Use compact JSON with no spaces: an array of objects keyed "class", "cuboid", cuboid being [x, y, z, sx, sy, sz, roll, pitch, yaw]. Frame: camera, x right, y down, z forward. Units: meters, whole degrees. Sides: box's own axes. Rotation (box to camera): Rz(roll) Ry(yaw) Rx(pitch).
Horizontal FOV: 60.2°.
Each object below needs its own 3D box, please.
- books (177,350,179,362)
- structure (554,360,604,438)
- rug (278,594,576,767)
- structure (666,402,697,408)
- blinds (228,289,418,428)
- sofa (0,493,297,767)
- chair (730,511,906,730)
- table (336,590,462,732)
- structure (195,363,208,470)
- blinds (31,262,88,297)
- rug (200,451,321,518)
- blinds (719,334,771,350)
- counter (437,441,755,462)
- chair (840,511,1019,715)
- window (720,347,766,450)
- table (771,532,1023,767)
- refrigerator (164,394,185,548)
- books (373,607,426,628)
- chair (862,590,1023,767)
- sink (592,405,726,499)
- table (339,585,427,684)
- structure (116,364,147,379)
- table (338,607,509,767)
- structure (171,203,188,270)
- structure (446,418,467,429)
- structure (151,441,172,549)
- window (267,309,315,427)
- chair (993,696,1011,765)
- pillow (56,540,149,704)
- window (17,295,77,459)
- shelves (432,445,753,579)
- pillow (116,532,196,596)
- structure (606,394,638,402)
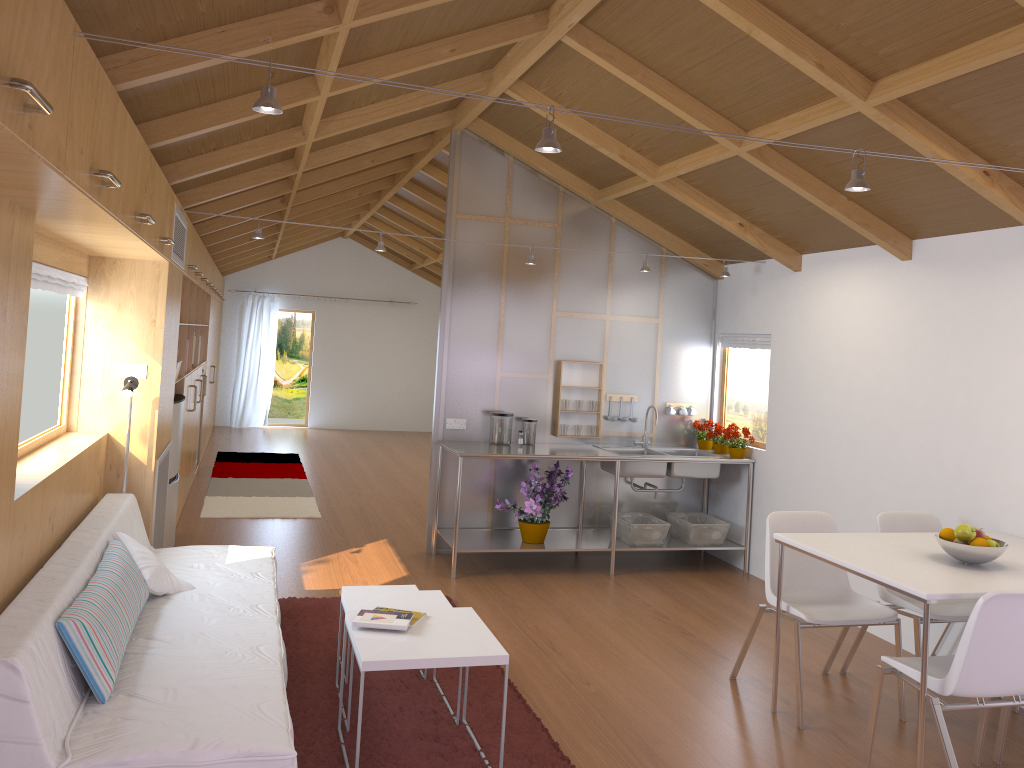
[{"class":"books","cuboid":[-2.353,-0.143,6.003,0.150,0.193,0.088,3,-1,-16]},{"class":"structure","cuboid":[0.485,0.111,6.384,0.327,0.546,0.076,4,-2,-16]},{"class":"rug","cuboid":[-0.927,1.264,3.617,1.882,0.020,2.483,3,3,-16]},{"class":"structure","cuboid":[1.280,0.161,6.635,0.250,0.032,0.041,3,1,-16]},{"class":"blinds","cuboid":[-2.917,-0.333,13.492,2.843,2.041,0.233,3,-2,-17]},{"class":"sofa","cuboid":[-1.313,0.939,3.395,0.861,0.629,2.357,3,2,-17]},{"class":"chair","cuboid":[1.354,0.993,3.906,0.530,0.787,0.547,4,0,-16]},{"class":"table","cuboid":[-0.460,1.089,3.545,0.424,0.384,0.459,3,1,-16]},{"class":"structure","cuboid":[-3.277,0.330,8.897,0.315,1.081,0.725,4,-1,-17]},{"class":"blinds","cuboid":[-1.969,-0.447,3.795,0.047,0.111,1.499,4,2,-17]},{"class":"rug","cuboid":[-2.491,0.939,8.732,0.915,0.011,3.725,3,3,-17]},{"class":"blinds","cuboid":[1.686,-0.308,6.373,0.047,0.111,0.725,4,2,-17]},{"class":"counter","cuboid":[0.582,0.467,6.114,2.106,0.021,0.650,3,3,-16]},{"class":"chair","cuboid":[1.924,1.019,4.073,0.530,0.787,0.547,4,0,-16]},{"class":"window","cuboid":[1.705,0.038,6.374,0.026,0.796,0.724,4,0,-17]},{"class":"table","cuboid":[1.794,1.060,3.494,1.207,0.744,0.899,3,1,-16]},{"class":"refrigerator","cuboid":[-2.347,0.583,5.877,0.261,0.989,0.713,4,0,-17]},{"class":"books","cuboid":[-0.430,0.855,3.236,0.193,0.016,0.152,4,3,13]},{"class":"chair","cuboid":[1.610,1.049,3.034,0.530,0.787,0.547,4,0,-16]},{"class":"sink","cuboid":[1.023,0.479,6.271,0.809,0.642,0.564,3,0,-16]},{"class":"table","cuboid":[-0.575,1.102,3.928,0.341,0.309,0.369,3,1,-16]},{"class":"structure","cuboid":[-1.965,-0.066,4.570,0.142,0.071,0.011,3,-2,-16]},{"class":"table","cuboid":[-0.328,1.090,3.103,0.484,0.439,0.525,3,1,-16]},{"class":"structure","cuboid":[-1.923,-0.839,5.111,0.013,0.301,0.904,4,2,-17]},{"class":"structure","cuboid":[-0.388,0.277,6.161,0.142,0.071,0.011,3,-2,-16]},{"class":"structure","cuboid":[-2.023,0.739,5.084,0.013,0.722,0.820,4,0,-17]},{"class":"window","cuboid":[-3.504,-0.251,13.489,0.873,1.790,0.026,4,-2,-16]},{"class":"chair","cuboid":[2.180,1.075,3.201,0.530,0.787,0.547,4,0,-16]},{"class":"pillow","cuboid":[-1.398,0.785,3.082,0.171,0.252,1.043,4,2,-17]},{"class":"window","cuboid":[-2.038,-0.109,3.769,0.035,0.791,1.498,4,1,-17]},{"class":"shelves","cuboid":[0.559,0.861,6.102,2.089,0.754,0.632,3,0,-16]},{"class":"pillow","cuboid":[-1.500,0.749,3.702,0.346,0.252,0.266,4,1,37]},{"class":"structure","cuboid":[0.812,0.103,6.512,0.250,0.051,0.016,3,-1,-16]}]
